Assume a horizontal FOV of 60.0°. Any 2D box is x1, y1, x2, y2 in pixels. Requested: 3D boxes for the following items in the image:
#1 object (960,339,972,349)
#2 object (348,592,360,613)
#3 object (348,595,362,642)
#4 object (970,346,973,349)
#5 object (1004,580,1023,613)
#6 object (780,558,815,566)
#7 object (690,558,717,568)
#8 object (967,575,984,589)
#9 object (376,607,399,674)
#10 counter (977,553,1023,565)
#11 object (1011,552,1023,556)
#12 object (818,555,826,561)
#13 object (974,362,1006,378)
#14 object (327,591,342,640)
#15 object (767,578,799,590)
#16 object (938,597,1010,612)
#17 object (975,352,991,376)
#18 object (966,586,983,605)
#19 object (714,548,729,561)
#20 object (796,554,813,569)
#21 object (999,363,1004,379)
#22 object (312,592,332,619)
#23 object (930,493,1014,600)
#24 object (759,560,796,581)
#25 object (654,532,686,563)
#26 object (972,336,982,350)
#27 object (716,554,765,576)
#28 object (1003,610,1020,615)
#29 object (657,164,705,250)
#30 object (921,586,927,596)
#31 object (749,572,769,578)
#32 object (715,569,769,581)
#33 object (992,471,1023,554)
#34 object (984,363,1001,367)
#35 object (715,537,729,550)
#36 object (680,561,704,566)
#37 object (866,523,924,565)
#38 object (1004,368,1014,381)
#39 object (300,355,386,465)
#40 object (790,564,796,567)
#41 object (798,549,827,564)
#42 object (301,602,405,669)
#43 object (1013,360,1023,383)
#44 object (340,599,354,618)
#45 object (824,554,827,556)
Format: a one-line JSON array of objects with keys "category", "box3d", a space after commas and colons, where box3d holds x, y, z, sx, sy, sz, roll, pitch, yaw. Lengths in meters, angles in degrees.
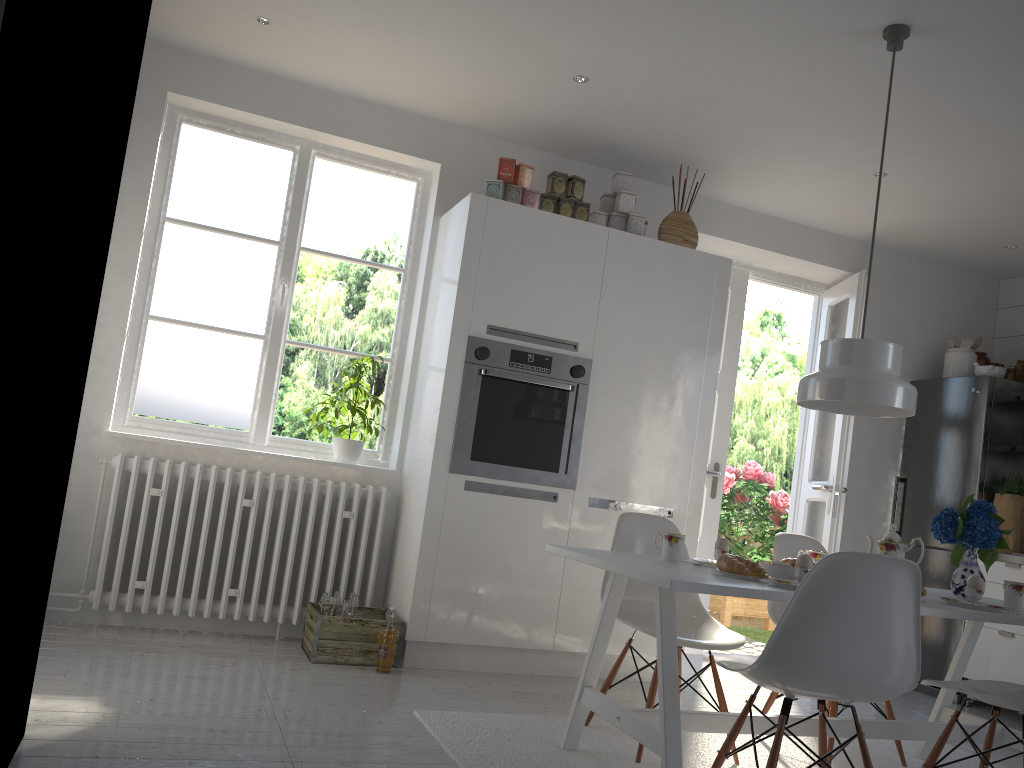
[{"category": "object", "box3d": [2.708, -0.141, 5.339, 0.064, 0.289, 0.141, 4, -6, 43]}, {"category": "object", "box3d": [-0.730, 1.063, 3.969, 0.065, 0.255, 0.065, 8, -4, -4]}, {"category": "object", "box3d": [-0.704, 1.059, 3.901, 0.065, 0.255, 0.065, 8, -4, -4]}, {"category": "object", "box3d": [2.744, -0.117, 5.322, 0.050, 0.246, 0.115, 5, -5, 35]}, {"category": "object", "box3d": [1.634, 0.690, 2.867, 0.091, 0.095, 0.078, 11, -6, -27]}, {"category": "object", "box3d": [1.006, 0.637, 3.088, 0.160, 0.057, 0.124, 4, -7, 34]}, {"category": "object", "box3d": [0.709, 0.618, 3.027, 0.200, 0.016, 0.202, 5, -7, 25]}, {"category": "object", "box3d": [1.452, 0.630, 2.779, 0.048, 0.062, 0.048, 9, -5, -16]}, {"category": "object", "box3d": [-0.517, 1.065, 3.693, 0.065, 0.266, 0.066, 6, -4, 22]}, {"category": "counter", "box3d": [3.377, 0.888, 3.424, 0.652, 0.045, 3.243, 10, -7, -20]}, {"category": "object", "box3d": [2.789, 0.904, 4.563, 0.220, 0.012, 0.330, 10, -7, -20]}, {"category": "object", "box3d": [0.952, 0.575, 2.719, 0.065, 0.102, 0.069, 10, -5, -20]}, {"category": "object", "box3d": [2.754, -0.065, 5.097, 0.173, 0.109, 0.159, 11, -6, -25]}, {"category": "object", "box3d": [-0.795, 1.051, 3.945, 0.065, 0.255, 0.066, 6, -5, 22]}, {"category": "object", "box3d": [0.828, 0.580, 2.532, 0.201, 0.016, 0.201, 8, -6, -5]}, {"category": "object", "box3d": [1.444, 0.693, 2.774, 0.201, 0.016, 0.201, 10, -6, -15]}, {"category": "object", "box3d": [2.862, -0.075, 5.448, 0.117, 0.235, 0.118, 8, -5, 5]}, {"category": "object", "box3d": [1.447, 0.667, 2.776, 0.048, 0.057, 0.048, 6, -5, 20]}, {"category": "object", "box3d": [0.713, 0.592, 3.028, 0.048, 0.057, 0.048, 6, -5, 20]}, {"category": "object", "box3d": [0.837, 0.517, 2.537, 0.048, 0.062, 0.048, 9, -5, -16]}, {"category": "object", "box3d": [2.984, -0.030, 5.472, 0.113, 0.186, 0.113, 7, -5, 9]}, {"category": "object", "box3d": [-0.829, 1.036, 3.852, 0.065, 0.255, 0.066, 7, -4, 6]}, {"category": "object", "box3d": [1.607, 0.571, 3.113, 0.236, 0.376, 0.266, 9, -5, -18]}, {"category": "object", "box3d": [0.874, 0.601, 2.853, 0.158, 0.058, 0.158, 11, -7, -30]}, {"category": "object", "box3d": [0.529, 0.544, 2.941, 0.078, 0.095, 0.091, 11, -6, -33]}, {"category": "object", "box3d": [2.747, -0.140, 5.315, 0.057, 0.295, 0.131, 11, -6, -40]}, {"category": "object", "box3d": [0.682, 0.546, 2.673, 0.124, 0.057, 0.161, 4, -7, 34]}, {"category": "object", "box3d": [1.544, 0.713, 2.809, 0.032, 0.011, 0.140, 10, -6, -17]}, {"category": "object", "box3d": [0.838, -0.853, 4.384, 0.230, 0.451, 0.091, 10, -4, -20]}, {"category": "object", "box3d": [1.199, 0.630, 2.776, 0.161, 0.057, 0.124, 9, -6, -5]}, {"category": "object", "box3d": [0.712, 0.566, 2.631, 0.109, 0.036, 0.071, 5, -7, 28]}, {"category": "object", "box3d": [0.687, 0.574, 2.655, 0.158, 0.016, 0.158, 3, -8, 40]}, {"category": "object", "box3d": [2.735, 0.686, 4.836, 0.283, 0.508, 0.173, 11, -5, -33]}, {"category": "object", "box3d": [2.878, -0.045, 5.319, 0.113, 0.154, 0.113, 7, -5, 8]}, {"category": "object", "box3d": [0.718, 0.555, 3.030, 0.048, 0.062, 0.048, 9, -5, -16]}, {"category": "object", "box3d": [0.604, 0.602, 2.989, 0.032, 0.011, 0.140, 11, -7, -23]}, {"category": "object", "box3d": [1.278, 0.583, 2.977, 0.140, 0.230, 0.149, 8, -5, -2]}, {"category": "object", "box3d": [2.972, -0.025, 5.262, 0.093, 0.127, 0.093, 8, -5, 1]}, {"category": "object", "box3d": [-0.784, 0.114, 4.239, 0.375, 0.529, 0.327, 11, -5, -29]}, {"category": "object", "box3d": [0.890, 0.579, 2.797, 0.031, 0.032, 0.139, 6, -7, 24]}, {"category": "object", "box3d": [1.103, 0.657, 3.240, 0.091, 0.095, 0.078, 10, -5, -22]}, {"category": "object", "box3d": [-0.699, 1.092, 3.872, 0.374, 0.203, 0.320, 10, -6, -20]}, {"category": "object", "box3d": [2.949, -0.059, 5.113, 0.093, 0.153, 0.093, 8, -5, 2]}, {"category": "object", "box3d": [-0.720, 1.039, 3.746, 0.065, 0.255, 0.066, 4, -6, 42]}, {"category": "object", "box3d": [0.979, 0.585, 2.780, 0.065, 0.102, 0.069, 10, -5, -20]}]
